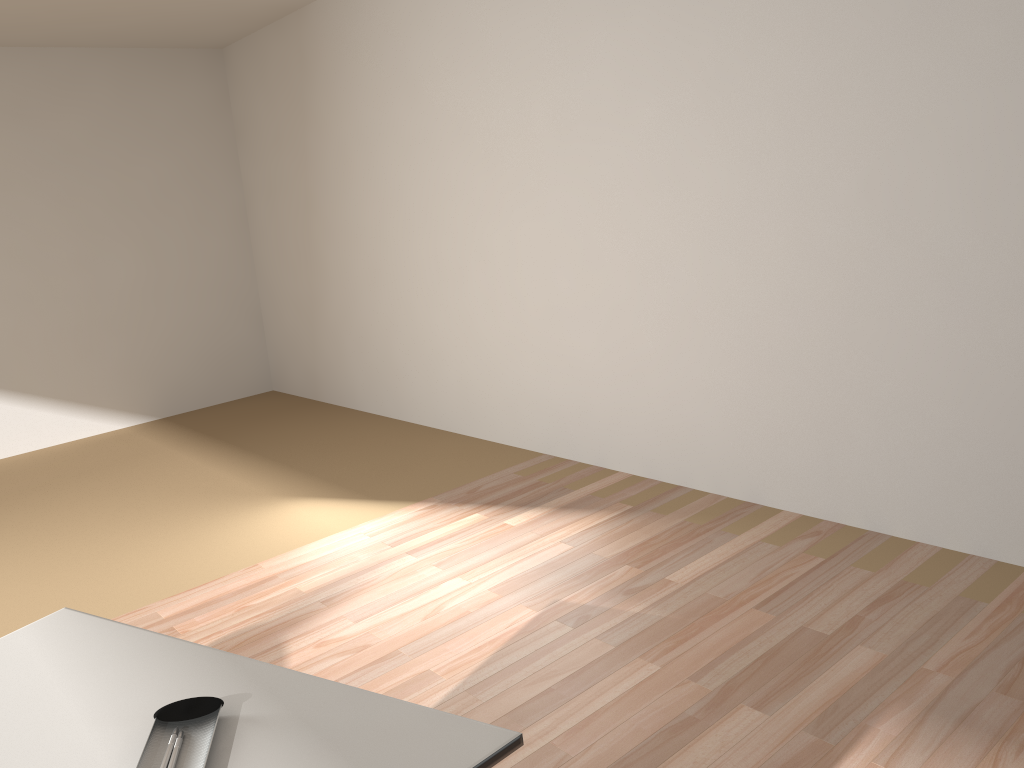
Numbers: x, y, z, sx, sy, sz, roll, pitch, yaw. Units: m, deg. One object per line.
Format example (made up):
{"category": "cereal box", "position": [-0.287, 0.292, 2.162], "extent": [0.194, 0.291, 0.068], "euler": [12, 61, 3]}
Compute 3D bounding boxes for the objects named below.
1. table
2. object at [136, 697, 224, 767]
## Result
{"category": "table", "position": [-0.554, 0.808, 1.155], "extent": [0.823, 0.678, 0.928], "euler": [-15, 13, -41]}
{"category": "object", "position": [-0.407, 0.448, 1.057], "extent": [0.090, 0.030, 0.219], "euler": [-9, 12, -8]}
